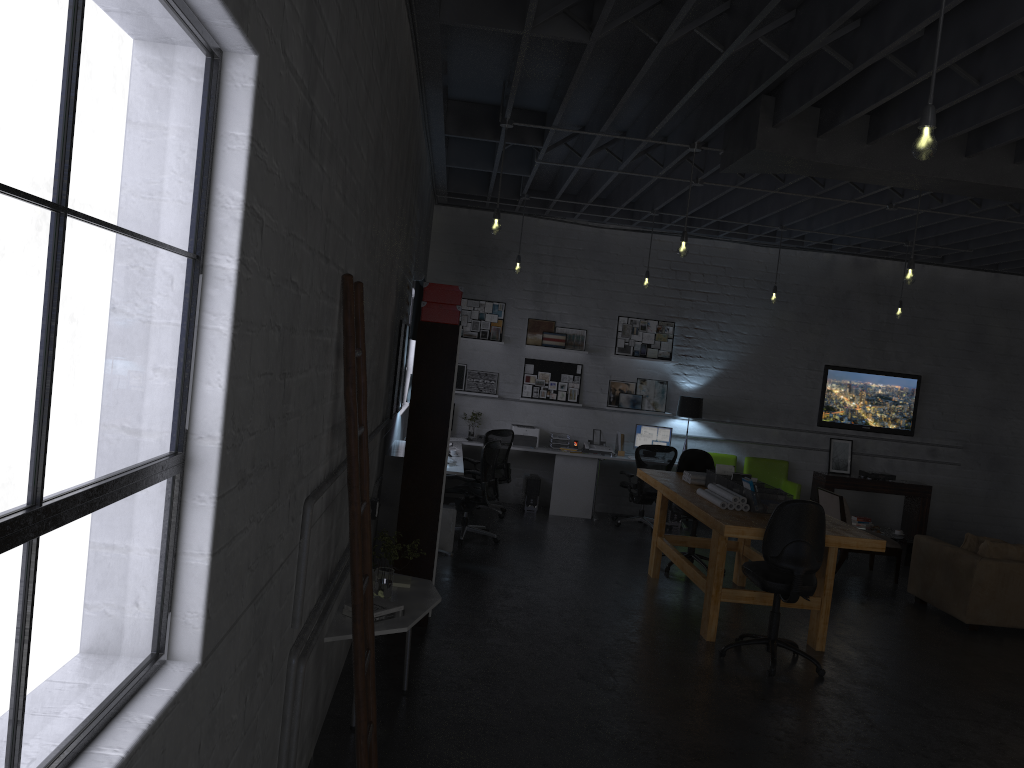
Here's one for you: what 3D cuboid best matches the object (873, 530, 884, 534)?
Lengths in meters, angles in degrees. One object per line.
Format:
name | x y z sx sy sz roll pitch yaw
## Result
object | 4.271 1.723 10.337 0.137 0.031 0.137 7 2 22

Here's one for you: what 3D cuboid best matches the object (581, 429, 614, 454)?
object | 1.078 0.727 11.242 0.405 0.280 0.399 6 2 -4

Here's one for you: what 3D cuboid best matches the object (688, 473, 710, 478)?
object | 1.826 0.842 7.903 0.519 0.047 0.046 6 2 -4

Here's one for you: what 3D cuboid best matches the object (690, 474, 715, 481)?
object | 1.830 0.844 7.848 0.520 0.047 0.046 6 2 -6

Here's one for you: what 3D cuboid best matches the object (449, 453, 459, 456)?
object | -0.612 0.738 9.203 0.119 0.016 0.119 7 2 14

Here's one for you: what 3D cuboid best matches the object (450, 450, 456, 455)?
object | -0.603 0.715 9.206 0.078 0.049 0.062 5 3 -34

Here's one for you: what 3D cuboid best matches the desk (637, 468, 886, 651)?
desk | 1.825 1.399 7.356 1.115 0.927 2.829 6 2 -4

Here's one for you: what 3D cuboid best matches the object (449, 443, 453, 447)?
object | -0.866 0.595 9.446 0.485 0.230 0.420 6 2 -4

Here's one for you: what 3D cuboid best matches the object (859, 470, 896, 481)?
object | 4.731 1.188 11.490 0.371 0.082 0.266 6 2 -4

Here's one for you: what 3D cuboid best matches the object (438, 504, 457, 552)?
object | -0.776 1.340 8.331 0.478 0.411 0.200 6 3 -4

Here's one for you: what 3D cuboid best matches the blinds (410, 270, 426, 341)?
blinds | -1.001 -0.262 9.158 0.100 1.633 2.117 6 2 -4

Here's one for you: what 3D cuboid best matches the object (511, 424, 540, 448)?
object | 0.158 0.650 11.189 0.351 0.235 0.350 6 2 -4

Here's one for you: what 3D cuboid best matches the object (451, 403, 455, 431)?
object | -0.941 0.439 10.962 0.147 0.427 0.560 8 3 33

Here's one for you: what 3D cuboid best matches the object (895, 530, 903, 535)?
object | 4.518 1.734 10.360 0.077 0.052 0.081 8 3 44

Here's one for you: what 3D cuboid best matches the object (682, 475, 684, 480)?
object | 1.811 0.876 8.067 0.519 0.047 0.047 6 2 -4

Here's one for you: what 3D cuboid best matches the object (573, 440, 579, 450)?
object | 0.812 0.775 11.276 0.093 0.116 0.067 6 3 -4

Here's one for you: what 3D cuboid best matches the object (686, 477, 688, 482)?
object | 1.820 0.881 7.927 0.519 0.047 0.047 6 2 -4

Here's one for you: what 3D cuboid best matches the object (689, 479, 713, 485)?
object | 1.826 0.884 7.835 0.519 0.047 0.047 6 2 -4

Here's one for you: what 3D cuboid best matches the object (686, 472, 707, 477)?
object | 1.823 0.840 7.949 0.519 0.047 0.046 6 2 -4

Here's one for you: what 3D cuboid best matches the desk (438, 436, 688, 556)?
desk | 0.546 1.251 9.780 3.575 0.786 3.296 6 2 -4

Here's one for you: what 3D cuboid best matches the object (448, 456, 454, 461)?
object | -0.675 0.738 8.816 0.181 0.028 0.421 6 2 -14

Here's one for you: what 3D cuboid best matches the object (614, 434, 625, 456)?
object | 1.378 0.770 11.258 0.087 0.259 0.236 6 2 -4

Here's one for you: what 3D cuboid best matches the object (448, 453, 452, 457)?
object | -0.669 0.725 9.111 0.114 0.036 0.058 6 2 -14

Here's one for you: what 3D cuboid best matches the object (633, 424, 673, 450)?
object | 1.778 0.734 11.282 0.465 0.417 0.212 6 3 1

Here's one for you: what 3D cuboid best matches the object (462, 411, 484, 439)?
object | -0.505 0.513 11.171 0.270 0.363 0.297 8 3 41

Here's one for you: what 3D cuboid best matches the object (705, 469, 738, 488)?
object | 1.864 0.849 7.650 0.316 0.156 0.306 6 2 -4

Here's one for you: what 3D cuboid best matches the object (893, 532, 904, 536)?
object | 4.514 1.757 10.359 0.131 0.016 0.131 6 2 3

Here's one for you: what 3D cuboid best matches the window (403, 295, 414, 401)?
window | -1.128 -0.336 9.146 0.030 1.221 1.820 6 2 -4

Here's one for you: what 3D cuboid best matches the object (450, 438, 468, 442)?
object | -0.735 0.670 10.728 0.422 0.028 0.180 5 3 -44

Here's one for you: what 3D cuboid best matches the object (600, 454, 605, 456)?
object | 1.112 0.873 10.962 0.017 0.016 0.076 4 3 -44

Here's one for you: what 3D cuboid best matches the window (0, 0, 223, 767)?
window | -0.589 -0.012 0.859 0.030 1.221 1.820 6 2 -4

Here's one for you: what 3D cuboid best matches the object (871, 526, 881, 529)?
object | 4.376 1.719 10.697 0.151 0.040 0.151 7 2 13

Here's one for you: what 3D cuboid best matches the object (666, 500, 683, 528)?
object | 2.012 1.558 11.165 0.180 0.411 0.475 6 2 -4

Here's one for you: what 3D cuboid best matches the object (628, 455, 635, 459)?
object | 1.664 0.927 10.997 0.422 0.028 0.180 6 2 -9

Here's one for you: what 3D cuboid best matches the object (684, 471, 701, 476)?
object | 1.817 0.836 8.042 0.519 0.047 0.046 6 2 -4

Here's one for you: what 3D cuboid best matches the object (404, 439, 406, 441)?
object | -0.917 0.637 8.290 0.209 0.208 0.104 6 3 -4

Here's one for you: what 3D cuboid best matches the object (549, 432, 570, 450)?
object | 0.601 0.725 11.217 0.229 0.181 0.316 6 2 -4

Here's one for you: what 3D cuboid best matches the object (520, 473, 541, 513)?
object | 0.235 1.363 11.118 0.180 0.411 0.475 6 2 -4

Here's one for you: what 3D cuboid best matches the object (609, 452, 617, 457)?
object | 1.254 0.870 10.985 0.095 0.050 0.095 5 3 -36

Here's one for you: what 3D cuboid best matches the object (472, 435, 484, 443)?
object | -0.297 0.685 10.931 0.279 0.081 0.411 5 2 -34

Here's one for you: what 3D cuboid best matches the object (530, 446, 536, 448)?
object | 0.260 0.781 10.895 0.075 0.016 0.017 7 2 21

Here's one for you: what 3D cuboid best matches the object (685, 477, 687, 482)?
object | 1.817 0.879 7.974 0.519 0.047 0.047 6 2 -4

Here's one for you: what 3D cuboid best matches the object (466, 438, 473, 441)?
object | -0.533 0.682 10.932 0.114 0.036 0.058 8 3 36
